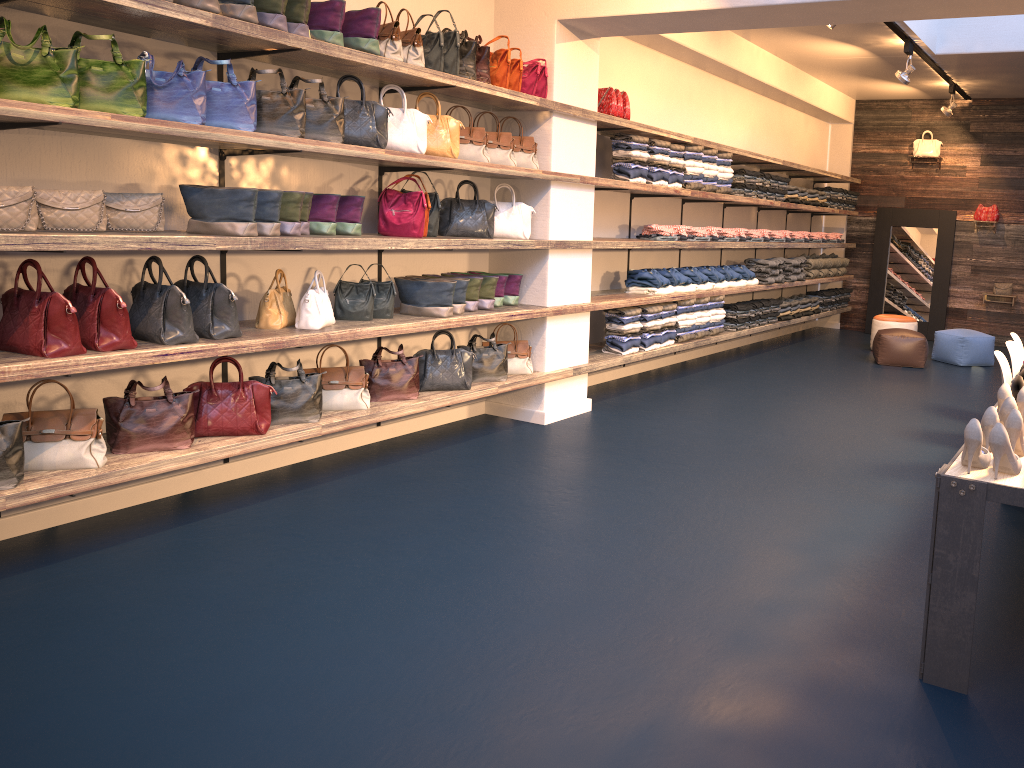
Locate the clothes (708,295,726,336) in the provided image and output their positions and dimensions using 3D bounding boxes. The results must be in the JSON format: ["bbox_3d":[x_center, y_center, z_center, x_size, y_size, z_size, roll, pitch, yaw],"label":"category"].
[{"bbox_3d":[2.036,-0.727,8.985,0.362,0.451,0.249,-6,11,-44],"label":"clothes"}]

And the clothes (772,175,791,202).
[{"bbox_3d":[3.061,-2.299,10.215,0.326,0.296,0.333,10,12,39],"label":"clothes"}]

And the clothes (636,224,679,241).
[{"bbox_3d":[1.361,-1.401,8.060,0.344,0.157,0.327,-5,13,-36],"label":"clothes"}]

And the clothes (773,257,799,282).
[{"bbox_3d":[3.374,-1.424,10.823,0.353,0.300,0.374,6,10,21],"label":"clothes"}]

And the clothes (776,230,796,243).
[{"bbox_3d":[3.394,-1.858,10.920,0.299,0.153,0.379,8,12,27],"label":"clothes"}]

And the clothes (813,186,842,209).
[{"bbox_3d":[4.362,-2.588,12.052,0.344,0.296,0.354,9,12,35],"label":"clothes"}]

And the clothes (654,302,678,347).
[{"bbox_3d":[1.372,-0.563,8.053,0.235,0.407,0.346,9,11,39],"label":"clothes"}]

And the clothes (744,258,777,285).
[{"bbox_3d":[2.886,-1.314,10.127,0.353,0.300,0.374,6,10,21],"label":"clothes"}]

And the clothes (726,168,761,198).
[{"bbox_3d":[2.463,-2.160,9.344,0.344,0.296,0.354,9,12,35],"label":"clothes"}]

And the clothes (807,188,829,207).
[{"bbox_3d":[4.066,-2.524,11.751,0.388,0.249,0.374,9,11,30],"label":"clothes"}]

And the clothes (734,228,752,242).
[{"bbox_3d":[2.491,-1.655,9.633,0.299,0.153,0.379,8,12,27],"label":"clothes"}]

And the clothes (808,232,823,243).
[{"bbox_3d":[4.085,-2.015,11.945,0.344,0.157,0.327,-5,13,-36],"label":"clothes"}]

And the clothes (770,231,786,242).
[{"bbox_3d":[3.168,-1.809,10.637,0.344,0.157,0.327,-5,13,-36],"label":"clothes"}]

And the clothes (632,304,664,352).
[{"bbox_3d":[1.188,-0.514,7.750,0.235,0.407,0.346,9,11,39],"label":"clothes"}]

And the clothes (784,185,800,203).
[{"bbox_3d":[3.317,-2.355,10.685,0.384,0.249,0.378,12,13,42],"label":"clothes"}]

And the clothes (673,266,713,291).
[{"bbox_3d":[1.753,-1.058,8.682,0.395,0.238,0.463,9,12,32],"label":"clothes"}]

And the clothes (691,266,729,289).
[{"bbox_3d":[2.007,-1.115,9.045,0.395,0.238,0.463,9,12,32],"label":"clothes"}]

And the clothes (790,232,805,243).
[{"bbox_3d":[3.614,-1.909,11.273,0.344,0.157,0.327,-5,13,-36],"label":"clothes"}]

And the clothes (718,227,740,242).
[{"bbox_3d":[2.265,-1.605,9.350,0.344,0.157,0.327,-5,13,-36],"label":"clothes"}]

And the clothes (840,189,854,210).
[{"bbox_3d":[4.757,-2.681,12.634,0.328,0.296,0.331,9,11,33],"label":"clothes"}]

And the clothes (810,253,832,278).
[{"bbox_3d":[4.276,-1.664,12.164,0.311,0.339,0.427,10,12,39],"label":"clothes"}]

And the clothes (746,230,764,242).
[{"bbox_3d":[2.711,-1.706,9.986,0.344,0.157,0.327,-5,13,-36],"label":"clothes"}]

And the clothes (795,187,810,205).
[{"bbox_3d":[3.563,-2.410,11.034,0.388,0.249,0.374,9,11,30],"label":"clothes"}]

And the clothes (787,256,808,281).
[{"bbox_3d":[3.601,-1.486,11.161,0.369,0.314,0.381,6,10,19],"label":"clothes"}]

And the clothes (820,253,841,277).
[{"bbox_3d":[4.549,-1.726,12.553,0.311,0.339,0.427,10,12,39],"label":"clothes"}]

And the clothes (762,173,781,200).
[{"bbox_3d":[2.858,-2.253,9.925,0.328,0.296,0.331,9,11,33],"label":"clothes"}]

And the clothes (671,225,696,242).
[{"bbox_3d":[1.587,-1.451,8.343,0.299,0.153,0.379,8,12,27],"label":"clothes"}]

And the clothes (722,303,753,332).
[{"bbox_3d":[2.426,-0.741,9.519,0.344,0.296,0.354,9,12,35],"label":"clothes"}]

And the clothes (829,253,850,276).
[{"bbox_3d":[4.822,-1.788,12.943,0.311,0.339,0.427,10,12,39],"label":"clothes"}]

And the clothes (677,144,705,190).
[{"bbox_3d":[1.647,-2.050,8.202,0.362,0.451,0.249,-6,11,-44],"label":"clothes"}]

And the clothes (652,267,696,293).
[{"bbox_3d":[1.504,-1.002,8.328,0.466,0.238,0.392,-6,14,-41],"label":"clothes"}]

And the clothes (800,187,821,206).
[{"bbox_3d":[3.820,-2.468,11.403,0.384,0.249,0.378,12,13,42],"label":"clothes"}]

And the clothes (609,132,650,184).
[{"bbox_3d":[0.988,-1.888,7.279,0.235,0.407,0.346,9,11,39],"label":"clothes"}]

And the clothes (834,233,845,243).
[{"bbox_3d":[4.757,-2.166,12.864,0.299,0.153,0.379,8,12,27],"label":"clothes"}]

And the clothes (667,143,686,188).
[{"bbox_3d":[1.408,-1.983,7.878,0.235,0.407,0.346,9,11,39],"label":"clothes"}]

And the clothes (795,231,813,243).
[{"bbox_3d":[3.840,-1.959,11.557,0.299,0.153,0.379,8,12,27],"label":"clothes"}]

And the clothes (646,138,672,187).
[{"bbox_3d":[1.225,-1.933,7.574,0.235,0.407,0.346,9,11,39],"label":"clothes"}]

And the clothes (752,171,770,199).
[{"bbox_3d":[2.656,-2.207,9.637,0.346,0.296,0.342,6,10,21],"label":"clothes"}]

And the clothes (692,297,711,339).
[{"bbox_3d":[1.813,-0.677,8.667,0.362,0.451,0.249,-6,11,-44],"label":"clothes"}]

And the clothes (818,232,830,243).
[{"bbox_3d":[4.311,-2.065,12.228,0.299,0.153,0.379,8,12,27],"label":"clothes"}]

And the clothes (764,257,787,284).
[{"bbox_3d":[3.112,-1.376,10.464,0.369,0.314,0.381,6,10,19],"label":"clothes"}]

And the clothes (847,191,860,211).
[{"bbox_3d":[4.960,-2.727,12.923,0.326,0.296,0.333,10,12,39],"label":"clothes"}]

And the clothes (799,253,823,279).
[{"bbox_3d":[4.003,-1.603,11.774,0.311,0.339,0.427,10,12,39],"label":"clothes"}]

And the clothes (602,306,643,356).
[{"bbox_3d":[0.952,-0.469,7.455,0.235,0.407,0.346,9,11,39],"label":"clothes"}]

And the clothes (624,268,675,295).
[{"bbox_3d":[1.230,-0.940,7.937,0.395,0.238,0.463,9,12,32],"label":"clothes"}]

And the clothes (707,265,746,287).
[{"bbox_3d":[2.281,-1.177,9.436,0.466,0.238,0.392,-6,14,-41],"label":"clothes"}]

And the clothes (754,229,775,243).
[{"bbox_3d":[2.937,-1.755,10.269,0.299,0.153,0.379,8,12,27],"label":"clothes"}]

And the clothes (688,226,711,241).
[{"bbox_3d":[1.807,-1.502,8.696,0.344,0.157,0.327,-5,13,-36],"label":"clothes"}]

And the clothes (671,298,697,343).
[{"bbox_3d":[1.610,-0.631,8.378,0.362,0.451,0.249,-6,11,-44],"label":"clothes"}]

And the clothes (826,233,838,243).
[{"bbox_3d":[4.531,-2.116,12.581,0.344,0.157,0.327,-5,13,-36],"label":"clothes"}]

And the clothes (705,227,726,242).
[{"bbox_3d":[2.033,-1.551,8.979,0.299,0.153,0.379,8,12,27],"label":"clothes"}]

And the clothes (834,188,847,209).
[{"bbox_3d":[4.555,-2.635,12.345,0.346,0.296,0.342,6,10,21],"label":"clothes"}]

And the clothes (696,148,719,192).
[{"bbox_3d":[1.849,-2.096,8.491,0.362,0.451,0.249,-6,11,-44],"label":"clothes"}]

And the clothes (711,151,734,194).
[{"bbox_3d":[2.073,-2.147,8.810,0.362,0.451,0.249,-6,11,-44],"label":"clothes"}]
